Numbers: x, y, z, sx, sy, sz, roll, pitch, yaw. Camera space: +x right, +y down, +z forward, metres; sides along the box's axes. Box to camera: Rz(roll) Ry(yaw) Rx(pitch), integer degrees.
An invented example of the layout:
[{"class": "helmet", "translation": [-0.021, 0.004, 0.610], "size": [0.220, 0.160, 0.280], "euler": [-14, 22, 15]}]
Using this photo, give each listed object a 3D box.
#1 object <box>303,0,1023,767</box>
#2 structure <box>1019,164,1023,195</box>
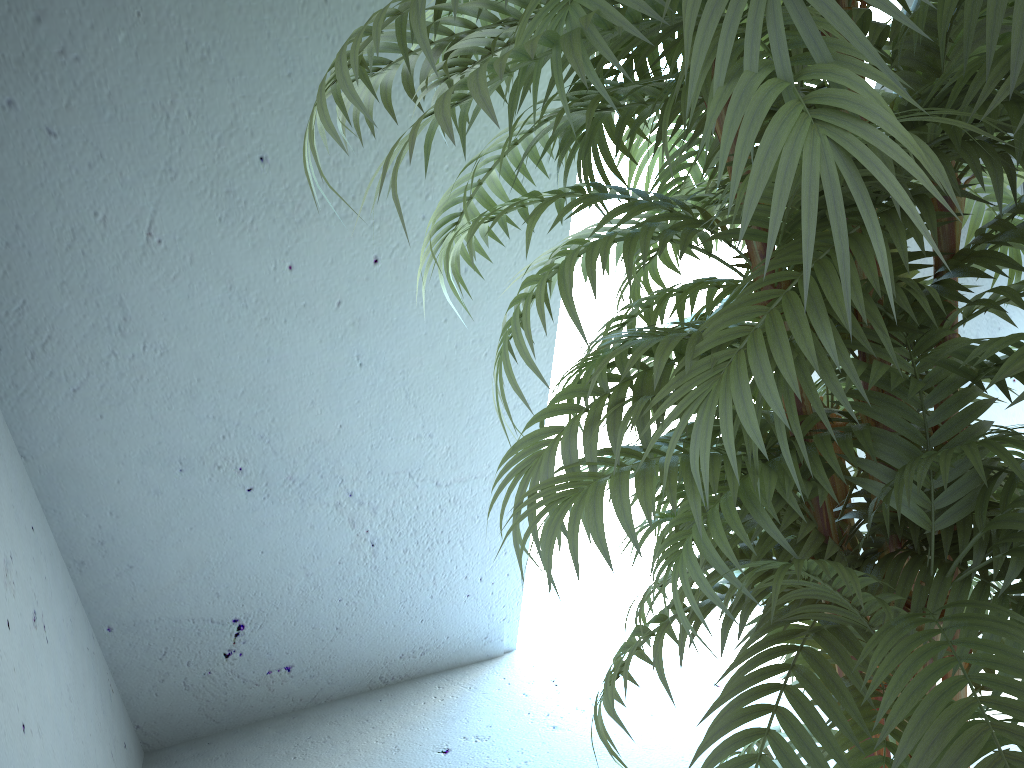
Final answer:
[{"class": "object", "translation": [0.367, -0.031, 0.947], "size": [1.020, 2.034, 0.980], "euler": [-5, 7, 31]}, {"class": "structure", "translation": [1.891, -0.339, 1.349], "size": [1.184, 2.114, 1.835], "euler": [-10, 6, -17]}]
